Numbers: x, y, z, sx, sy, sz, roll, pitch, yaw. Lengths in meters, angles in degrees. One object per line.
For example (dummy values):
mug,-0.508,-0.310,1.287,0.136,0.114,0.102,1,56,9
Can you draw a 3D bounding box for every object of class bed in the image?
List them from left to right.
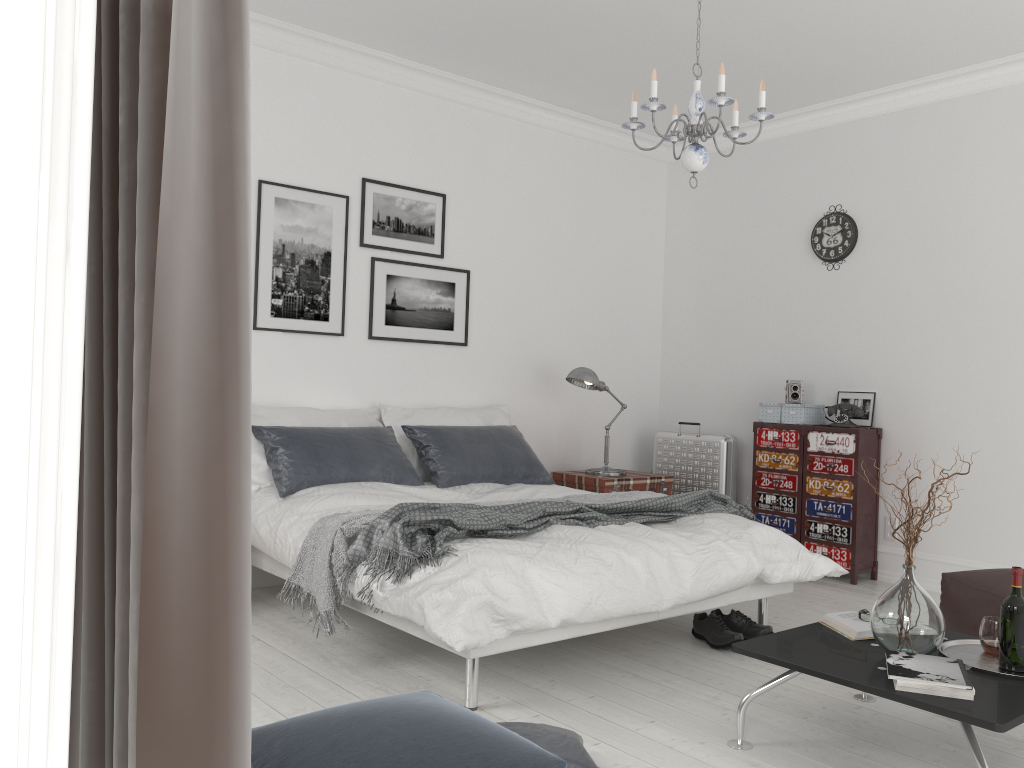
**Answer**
bed,-0.089,0.654,4.280,2.217,0.926,2.473,2,0,-39

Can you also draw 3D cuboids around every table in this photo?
table,1.253,1.000,2.748,0.833,0.313,0.824,2,0,-39

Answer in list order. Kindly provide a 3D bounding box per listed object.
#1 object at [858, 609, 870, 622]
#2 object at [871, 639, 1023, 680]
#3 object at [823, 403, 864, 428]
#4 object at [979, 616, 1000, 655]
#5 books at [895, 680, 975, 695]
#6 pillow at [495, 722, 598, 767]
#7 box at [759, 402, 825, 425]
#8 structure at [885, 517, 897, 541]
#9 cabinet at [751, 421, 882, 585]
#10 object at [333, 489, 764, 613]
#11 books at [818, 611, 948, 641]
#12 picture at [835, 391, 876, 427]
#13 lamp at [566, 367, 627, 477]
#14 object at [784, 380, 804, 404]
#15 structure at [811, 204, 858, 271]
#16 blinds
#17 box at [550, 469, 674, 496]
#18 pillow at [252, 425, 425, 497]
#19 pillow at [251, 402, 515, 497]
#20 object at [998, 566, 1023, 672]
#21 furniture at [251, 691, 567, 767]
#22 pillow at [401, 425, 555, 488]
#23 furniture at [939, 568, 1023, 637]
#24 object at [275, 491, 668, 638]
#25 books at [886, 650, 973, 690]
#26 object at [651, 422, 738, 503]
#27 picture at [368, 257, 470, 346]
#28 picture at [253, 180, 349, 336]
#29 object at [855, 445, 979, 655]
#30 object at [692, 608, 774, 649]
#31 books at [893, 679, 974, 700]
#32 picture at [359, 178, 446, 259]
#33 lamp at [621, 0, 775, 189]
object,1.266,0.796,3.032,0.141,0.030,0.135,2,0,35
object,1.414,0.867,2.740,0.622,0.063,0.395,2,0,10
object,2.062,0.197,5.523,0.181,0.155,0.216,2,0,-10
object,1.539,0.800,2.817,0.095,0.106,0.095,2,0,-28
books,1.177,0.818,2.502,0.191,0.014,0.254,2,0,18
pillow,0.061,1.045,2.485,0.381,0.121,0.391,2,0,-9
box,1.828,0.194,5.802,0.242,0.131,0.332,2,0,-39
structure,2.313,0.884,5.413,0.009,0.140,0.070,2,0,-39
cabinet,1.917,0.728,5.657,0.281,0.942,0.762,2,0,-39
object,0.327,0.677,3.788,2.154,0.377,0.536,2,0,-37
books,1.264,0.826,3.036,0.342,0.040,0.231,2,0,-8
picture,2.166,0.158,5.603,0.037,0.218,0.254,2,0,-39
lamp,0.564,0.245,5.786,0.488,0.699,0.269,2,0,-39
object,1.847,0.051,5.792,0.121,0.157,0.117,2,0,10
structure,2.083,-0.952,5.756,0.043,0.427,0.330,2,0,-39
blinds,-0.284,-0.254,0.919,0.318,2.680,0.769,2,0,-44
box,0.672,0.691,5.899,0.647,0.185,0.537,2,0,-39
pillow,-0.886,0.387,4.569,0.837,0.329,0.405,2,0,-39
pillow,-0.661,0.345,5.022,1.965,0.529,0.465,2,0,-40
object,1.505,0.699,2.652,0.081,0.303,0.081,2,0,-23
furniture,-0.245,0.888,1.795,0.646,0.423,0.646,2,0,-38
pillow,-0.189,0.414,5.127,0.842,0.339,0.405,2,0,-39
furniture,2.137,0.981,3.639,0.646,0.423,0.646,2,0,-6
object,0.072,0.774,4.062,2.236,0.500,0.521,2,0,-36
books,1.172,0.805,2.506,0.207,0.012,0.257,2,0,21
object,1.283,0.725,6.367,0.647,0.902,0.208,2,0,41
picture,-0.558,-0.496,5.461,0.720,0.486,0.015,2,0,-39
picture,-1.170,-0.688,4.955,0.545,0.810,0.015,2,0,-39
object,1.215,0.508,2.698,0.313,0.666,0.291,2,0,13
object,0.972,1.088,3.967,0.322,0.127,0.300,2,0,-39
books,1.179,0.832,2.505,0.191,0.014,0.259,2,0,20
picture,-0.652,-0.995,5.371,0.592,0.403,0.015,2,0,-39
lamp,0.731,-1.326,3.475,0.594,1.123,0.528,2,0,-39
